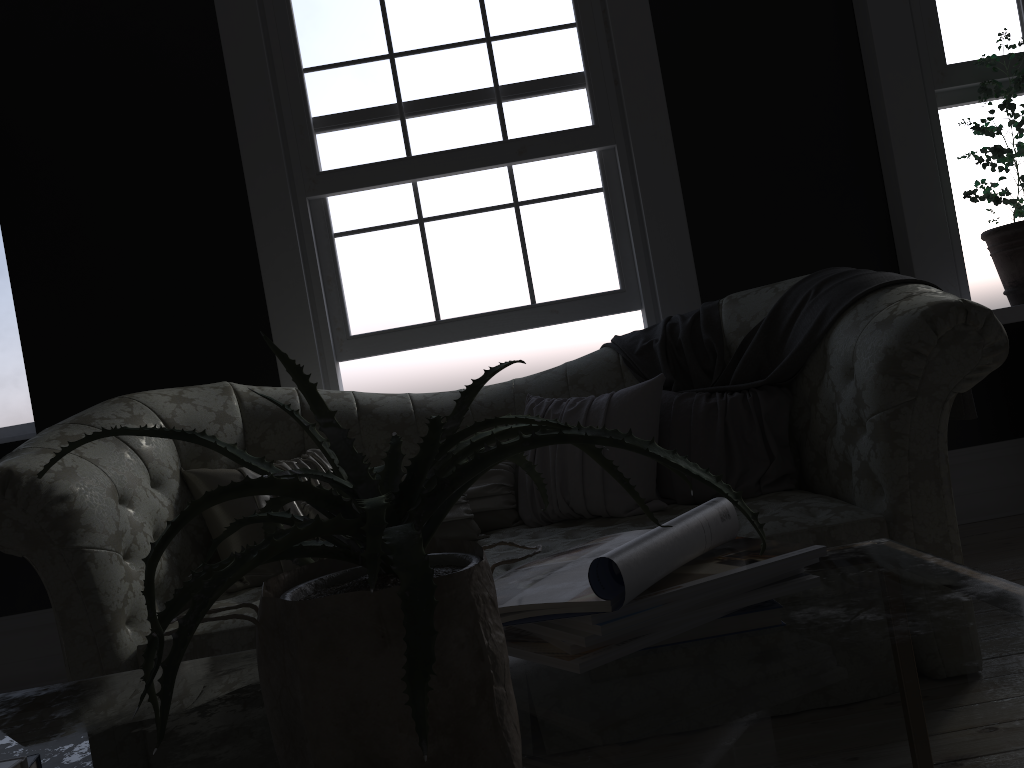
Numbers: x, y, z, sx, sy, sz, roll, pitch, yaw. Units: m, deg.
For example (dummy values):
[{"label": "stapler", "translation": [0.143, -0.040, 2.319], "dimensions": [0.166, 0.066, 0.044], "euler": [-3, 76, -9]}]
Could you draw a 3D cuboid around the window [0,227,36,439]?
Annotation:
[{"label": "window", "translation": [-2.646, -0.440, 4.277], "dimensions": [0.740, 1.456, 0.112], "euler": [-10, 0, -1]}]

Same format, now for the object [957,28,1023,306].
[{"label": "object", "translation": [2.163, -0.912, 3.771], "dimensions": [0.475, 1.134, 0.504], "euler": [-10, 0, 39]}]

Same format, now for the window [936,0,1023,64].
[{"label": "window", "translation": [2.424, -1.909, 3.925], "dimensions": [1.263, 1.017, 0.056], "euler": [-10, 0, -1]}]

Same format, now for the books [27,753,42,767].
[{"label": "books", "translation": [-0.605, 0.418, 0.804], "dimensions": [0.289, 0.030, 0.193], "euler": [-10, -1, -17]}]

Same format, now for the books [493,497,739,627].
[{"label": "books", "translation": [0.093, 0.230, 1.076], "dimensions": [0.273, 0.109, 0.321], "euler": [-11, -1, 34]}]

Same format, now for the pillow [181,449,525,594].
[{"label": "pillow", "translation": [-0.518, 0.384, 2.947], "dimensions": [1.105, 0.416, 0.529], "euler": [-10, -1, -1]}]

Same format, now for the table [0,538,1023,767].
[{"label": "table", "translation": [-0.076, 0.625, 0.829], "dimensions": [1.449, 0.558, 1.093], "euler": [-10, -1, -1]}]

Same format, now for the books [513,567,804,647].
[{"label": "books", "translation": [0.152, 0.255, 1.093], "dimensions": [0.318, 0.011, 0.253], "euler": [-9, -1, -29]}]

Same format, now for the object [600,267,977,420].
[{"label": "object", "translation": [0.869, -0.055, 3.134], "dimensions": [0.516, 0.585, 1.369], "euler": [-9, -1, -41]}]

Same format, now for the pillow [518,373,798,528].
[{"label": "pillow", "translation": [0.463, 0.193, 2.980], "dimensions": [0.964, 0.461, 0.405], "euler": [-10, -1, 7]}]

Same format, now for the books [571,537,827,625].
[{"label": "books", "translation": [0.174, 0.229, 1.085], "dimensions": [0.318, 0.011, 0.253], "euler": [-9, -1, -24]}]

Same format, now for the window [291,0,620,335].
[{"label": "window", "translation": [-0.253, -1.112, 3.895], "dimensions": [1.263, 1.671, 0.056], "euler": [-10, 0, -1]}]

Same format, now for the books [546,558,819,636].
[{"label": "books", "translation": [0.168, 0.241, 1.086], "dimensions": [0.318, 0.011, 0.253], "euler": [-9, -1, -29]}]

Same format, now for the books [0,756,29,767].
[{"label": "books", "translation": [-0.613, 0.391, 0.738], "dimensions": [0.307, 0.024, 0.220], "euler": [-10, -1, -1]}]

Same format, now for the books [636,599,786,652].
[{"label": "books", "translation": [0.197, 0.286, 1.091], "dimensions": [0.231, 0.023, 0.162], "euler": [-10, -1, 0]}]

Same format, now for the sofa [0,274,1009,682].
[{"label": "sofa", "translation": [-0.029, 0.390, 3.022], "dimensions": [2.813, 1.160, 1.606], "euler": [-10, -1, 0]}]

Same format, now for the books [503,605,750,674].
[{"label": "books", "translation": [0.129, 0.280, 1.085], "dimensions": [0.318, 0.011, 0.253], "euler": [-9, -1, -34]}]

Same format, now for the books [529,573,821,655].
[{"label": "books", "translation": [0.169, 0.263, 1.095], "dimensions": [0.318, 0.011, 0.253], "euler": [-9, -1, -19]}]
